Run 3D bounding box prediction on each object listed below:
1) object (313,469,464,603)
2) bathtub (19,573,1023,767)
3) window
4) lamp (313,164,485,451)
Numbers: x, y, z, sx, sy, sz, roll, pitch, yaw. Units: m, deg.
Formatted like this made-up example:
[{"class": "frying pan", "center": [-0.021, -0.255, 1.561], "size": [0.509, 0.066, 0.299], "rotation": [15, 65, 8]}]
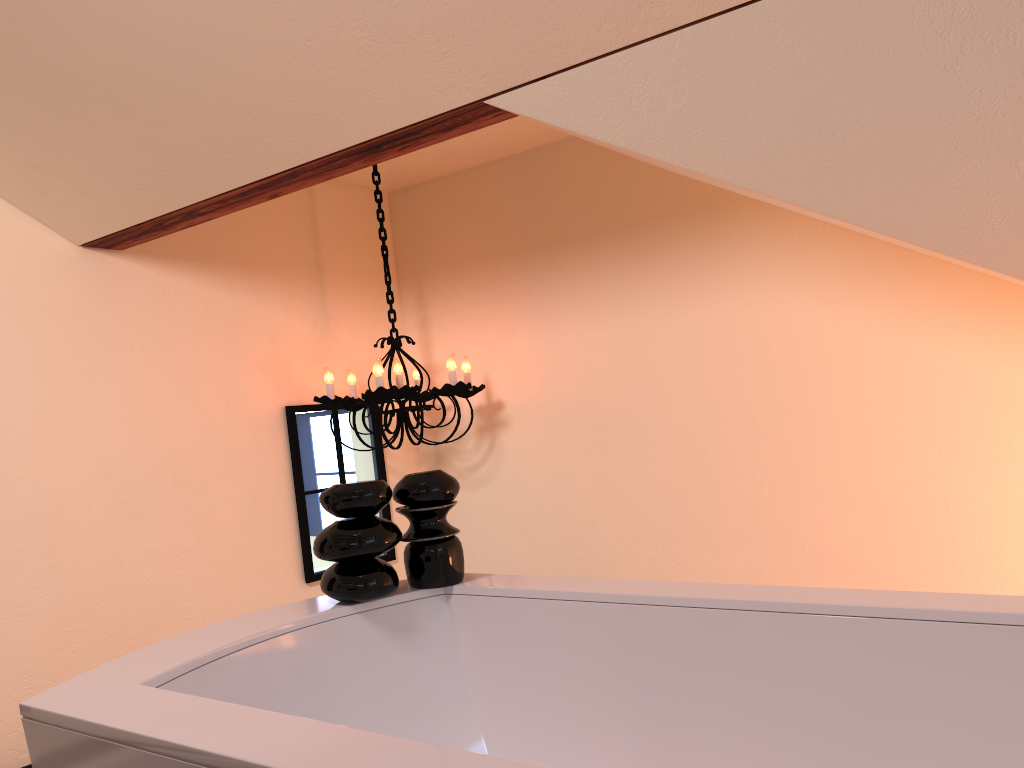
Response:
[{"class": "object", "center": [-0.211, 0.292, 1.554], "size": [0.276, 0.229, 0.156], "rotation": [-5, -1, -24]}, {"class": "bathtub", "center": [0.462, 0.658, 0.812], "size": [2.221, 0.694, 0.797], "rotation": [-7, -2, 36]}, {"class": "window", "center": [-0.639, 0.430, 3.324], "size": [0.046, 0.701, 0.448], "rotation": [-6, 0, 36]}, {"class": "lamp", "center": [-0.432, -0.310, 3.118], "size": [0.540, 1.125, 0.617], "rotation": [-6, 0, -43]}]
